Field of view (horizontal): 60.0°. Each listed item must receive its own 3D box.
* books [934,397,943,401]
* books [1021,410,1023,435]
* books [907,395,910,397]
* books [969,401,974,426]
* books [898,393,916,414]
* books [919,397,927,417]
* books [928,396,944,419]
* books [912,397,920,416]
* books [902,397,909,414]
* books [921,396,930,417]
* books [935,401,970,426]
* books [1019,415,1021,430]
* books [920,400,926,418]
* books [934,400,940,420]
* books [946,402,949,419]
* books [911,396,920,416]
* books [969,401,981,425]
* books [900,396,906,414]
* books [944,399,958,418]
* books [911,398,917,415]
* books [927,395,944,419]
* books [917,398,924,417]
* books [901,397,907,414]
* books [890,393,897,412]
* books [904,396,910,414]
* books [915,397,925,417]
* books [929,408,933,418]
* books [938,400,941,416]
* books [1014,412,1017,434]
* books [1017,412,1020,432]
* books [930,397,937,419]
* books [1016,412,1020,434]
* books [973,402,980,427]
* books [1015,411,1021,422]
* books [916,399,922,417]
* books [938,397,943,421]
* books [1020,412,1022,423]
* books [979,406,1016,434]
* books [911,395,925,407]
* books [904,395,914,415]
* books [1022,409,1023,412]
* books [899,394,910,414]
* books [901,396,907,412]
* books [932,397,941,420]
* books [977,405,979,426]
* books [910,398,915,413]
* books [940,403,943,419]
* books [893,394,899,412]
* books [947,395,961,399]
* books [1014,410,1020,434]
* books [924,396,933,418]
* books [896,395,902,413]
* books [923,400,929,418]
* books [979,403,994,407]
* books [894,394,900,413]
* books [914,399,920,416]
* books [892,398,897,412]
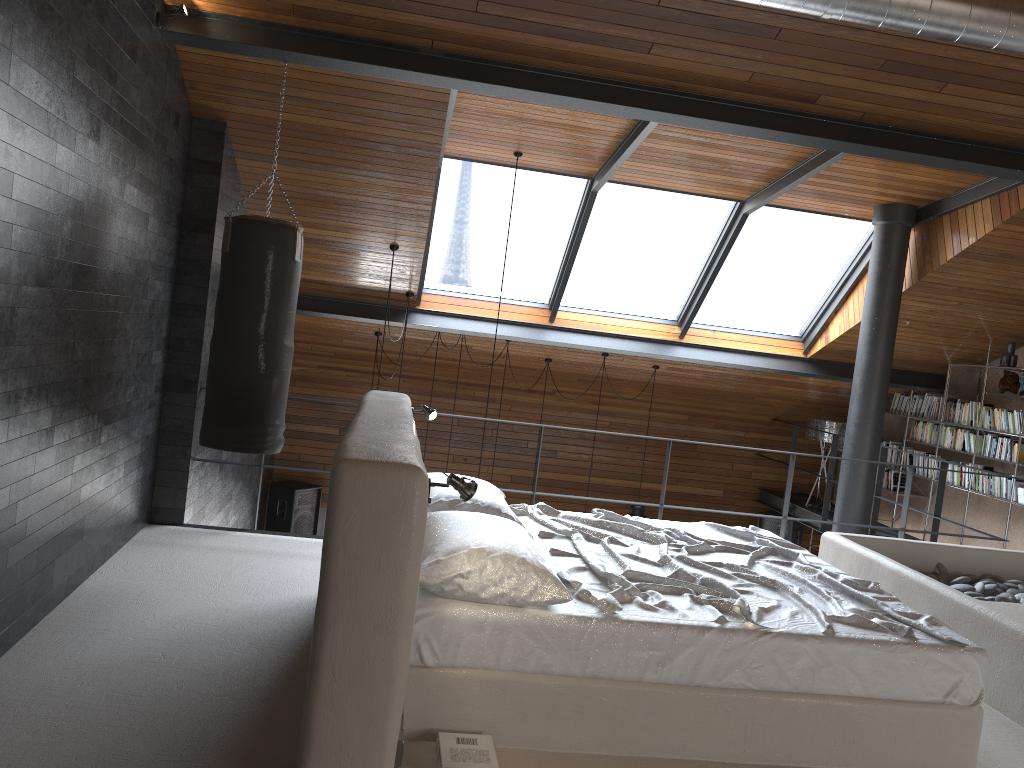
[{"bbox_3d":[4.354,0.248,9.050,0.148,0.229,0.073,7,3,-8],"label":"books"},{"bbox_3d":[4.518,0.344,7.724,0.161,0.215,0.092,7,3,-8],"label":"books"},{"bbox_3d":[4.292,0.231,9.519,0.177,0.214,0.064,7,3,-8],"label":"books"},{"bbox_3d":[4.402,0.289,8.391,0.148,0.233,0.053,7,3,-8],"label":"books"},{"bbox_3d":[4.269,0.216,9.582,0.143,0.233,0.081,7,3,-8],"label":"books"},{"bbox_3d":[4.313,0.248,9.201,0.117,0.218,0.073,7,3,-8],"label":"books"},{"bbox_3d":[4.375,0.249,9.068,0.191,0.244,0.075,7,3,-8],"label":"books"},{"bbox_3d":[4.296,0.247,9.312,0.131,0.202,0.068,7,3,-8],"label":"books"},{"bbox_3d":[4.266,0.238,9.497,0.127,0.197,0.063,7,3,-8],"label":"books"},{"bbox_3d":[4.312,0.239,9.130,0.148,0.229,0.073,7,3,-8],"label":"books"},{"bbox_3d":[4.367,0.279,8.698,0.131,0.216,0.509,7,3,-8],"label":"books"},{"bbox_3d":[4.492,0.364,7.749,0.119,0.166,0.072,7,3,-8],"label":"books"},{"bbox_3d":[4.325,0.253,9.168,0.155,0.212,0.073,7,3,-8],"label":"books"},{"bbox_3d":[4.350,0.273,8.964,0.143,0.199,0.019,7,3,-8],"label":"books"},{"bbox_3d":[4.374,0.282,8.781,0.129,0.203,0.021,7,3,-8],"label":"books"},{"bbox_3d":[4.295,0.241,9.325,0.137,0.213,0.068,7,3,-8],"label":"books"},{"bbox_3d":[4.415,0.288,8.423,0.143,0.236,0.062,7,3,-8],"label":"books"},{"bbox_3d":[4.263,0.235,9.549,0.127,0.197,0.063,7,3,-8],"label":"books"},{"bbox_3d":[4.361,0.265,8.808,0.129,0.231,0.010,7,3,-8],"label":"books"},{"bbox_3d":[4.289,0.250,9.342,0.138,0.189,0.065,7,3,-8],"label":"books"},{"bbox_3d":[4.369,0.246,9.079,0.191,0.249,0.077,7,3,-8],"label":"books"},{"bbox_3d":[4.306,0.253,9.240,0.123,0.201,0.071,7,3,-8],"label":"books"},{"bbox_3d":[4.257,0.237,9.507,0.127,0.197,0.063,7,3,-8],"label":"books"},{"bbox_3d":[4.250,0.209,9.743,0.148,0.229,0.073,7,3,-8],"label":"books"},{"bbox_3d":[4.274,0.238,9.468,0.125,0.204,0.072,7,3,-8],"label":"books"},{"bbox_3d":[4.302,0.244,9.268,0.133,0.215,0.070,7,3,-8],"label":"books"},{"bbox_3d":[4.347,0.264,9.035,0.137,0.197,0.063,7,3,-8],"label":"books"},{"bbox_3d":[4.368,0.273,8.928,0.148,0.206,0.014,7,3,-8],"label":"books"},{"bbox_3d":[4.493,0.347,7.819,0.127,0.192,0.079,7,3,-8],"label":"books"},{"bbox_3d":[4.496,0.350,7.767,0.127,0.192,0.079,7,3,-8],"label":"books"},{"bbox_3d":[4.343,0.254,9.008,0.148,0.233,0.053,7,3,-8],"label":"books"},{"bbox_3d":[4.488,0.348,7.777,0.127,0.192,0.079,7,3,-8],"label":"books"},{"bbox_3d":[4.409,0.292,8.343,0.148,0.233,0.053,7,3,-8],"label":"books"},{"bbox_3d":[4.515,0.342,7.802,0.170,0.209,0.082,7,3,-9],"label":"books"},{"bbox_3d":[4.305,0.256,9.258,0.126,0.194,0.064,7,3,-8],"label":"books"},{"bbox_3d":[4.367,0.260,8.913,0.148,0.234,0.013,7,3,-8],"label":"books"},{"bbox_3d":[4.505,0.350,7.739,0.125,0.200,0.088,7,3,-8],"label":"books"},{"bbox_3d":[4.447,0.327,8.043,0.139,0.206,0.497,7,3,-8],"label":"books"},{"bbox_3d":[4.278,0.231,9.371,0.122,0.227,0.076,7,3,-8],"label":"books"},{"bbox_3d":[4.289,0.232,9.448,0.161,0.220,0.074,7,3,-8],"label":"books"},{"bbox_3d":[4.533,0.334,7.720,0.177,0.209,0.082,7,3,-8],"label":"books"},{"bbox_3d":[4.275,0.222,9.568,0.129,0.226,0.069,7,3,-8],"label":"books"},{"bbox_3d":[4.272,0.237,9.532,0.139,0.199,0.074,7,3,-8],"label":"books"},{"bbox_3d":[4.351,0.255,8.986,0.148,0.234,0.033,7,3,-8],"label":"books"},{"bbox_3d":[4.433,0.310,8.321,0.149,0.205,0.049,7,3,-8],"label":"books"},{"bbox_3d":[4.271,0.246,9.361,0.111,0.194,0.059,7,3,-8],"label":"books"},{"bbox_3d":[4.354,0.275,8.866,0.130,0.208,0.010,7,3,-8],"label":"books"},{"bbox_3d":[4.259,0.219,9.694,0.149,0.202,0.067,7,3,-8],"label":"books"},{"bbox_3d":[4.380,0.248,8.825,0.143,0.268,0.020,7,3,-8],"label":"books"},{"bbox_3d":[4.512,0.341,7.812,0.164,0.209,0.084,7,3,-8],"label":"books"},{"bbox_3d":[4.318,0.242,9.085,0.148,0.229,0.073,7,3,-8],"label":"books"},{"bbox_3d":[4.257,0.230,9.627,0.130,0.202,0.063,7,3,-8],"label":"books"},{"bbox_3d":[4.337,0.256,9.126,0.164,0.214,0.066,7,3,-8],"label":"books"},{"bbox_3d":[4.444,0.298,8.312,0.148,0.233,0.053,7,3,-8],"label":"books"},{"bbox_3d":[4.270,0.215,9.679,0.148,0.229,0.073,7,3,-8],"label":"books"},{"bbox_3d":[4.304,0.254,9.299,0.120,0.186,0.064,7,3,-8],"label":"books"},{"bbox_3d":[4.249,0.229,9.708,0.131,0.178,0.057,7,3,-8],"label":"books"}]
